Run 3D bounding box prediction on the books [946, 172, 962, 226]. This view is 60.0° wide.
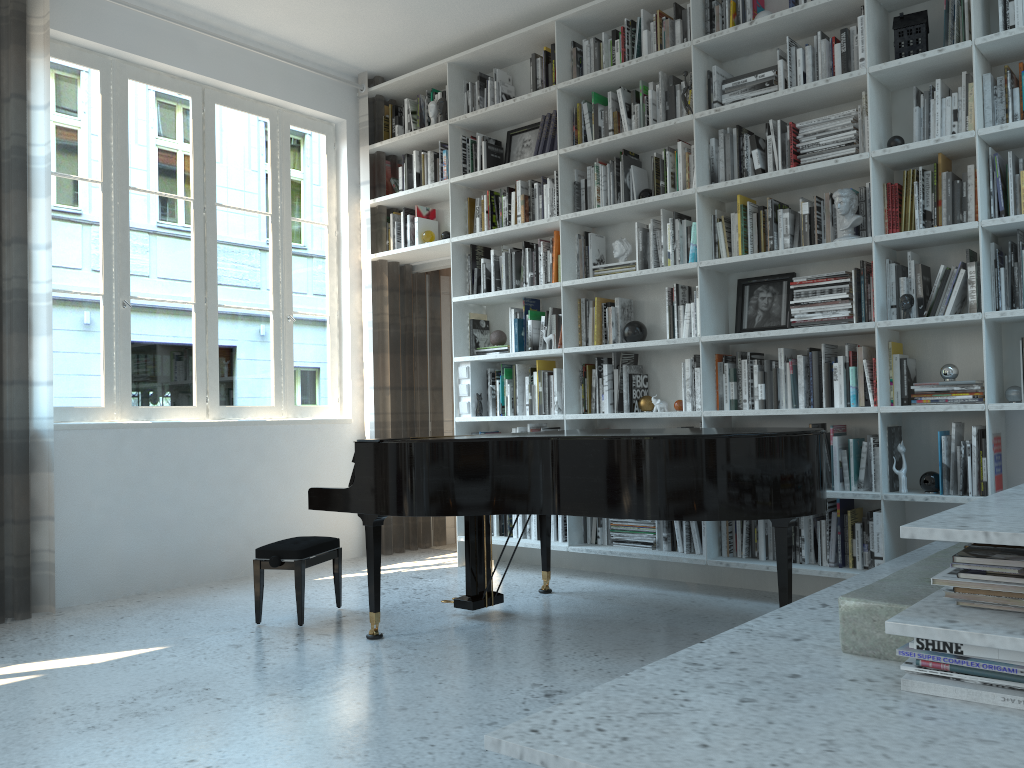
[{"bbox_3d":[1.890,-0.766,3.783,0.027,0.242,0.188,-3,-2,40],"label":"books"}]

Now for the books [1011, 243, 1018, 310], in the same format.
[{"bbox_3d":[2.079,-0.428,3.649,0.006,0.281,0.155,-3,-2,40],"label":"books"}]

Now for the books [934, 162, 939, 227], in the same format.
[{"bbox_3d":[1.849,-0.789,3.821,0.019,0.293,0.182,-3,-2,40],"label":"books"}]

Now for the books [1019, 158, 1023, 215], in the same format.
[{"bbox_3d":[2.106,-0.784,3.638,0.013,0.256,0.144,-3,-2,40],"label":"books"}]

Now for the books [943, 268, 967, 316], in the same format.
[{"bbox_3d":[1.911,-0.382,3.808,0.090,0.215,0.139,-3,-2,40],"label":"books"}]

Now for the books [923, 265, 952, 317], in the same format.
[{"bbox_3d":[1.844,-0.386,3.828,0.095,0.228,0.190,-3,-2,40],"label":"books"}]

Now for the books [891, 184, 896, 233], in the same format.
[{"bbox_3d":[1.728,-0.756,3.962,0.014,0.244,0.145,-3,-2,40],"label":"books"}]

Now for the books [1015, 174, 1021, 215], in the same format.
[{"bbox_3d":[2.092,-0.751,3.642,0.014,0.192,0.147,-3,-2,40],"label":"books"}]

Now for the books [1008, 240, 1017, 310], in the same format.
[{"bbox_3d":[2.070,-0.434,3.658,0.018,0.295,0.177,-3,-2,40],"label":"books"}]

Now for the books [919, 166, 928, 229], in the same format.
[{"bbox_3d":[1.809,-0.787,3.873,0.019,0.294,0.163,-3,-2,40],"label":"books"}]

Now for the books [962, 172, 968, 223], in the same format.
[{"bbox_3d":[1.945,-0.766,3.772,0.028,0.239,0.145,-3,-2,40],"label":"books"}]

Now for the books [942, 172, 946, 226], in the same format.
[{"bbox_3d":[1.887,-0.770,3.817,0.033,0.253,0.174,-3,-2,40],"label":"books"}]

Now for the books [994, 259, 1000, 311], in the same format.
[{"bbox_3d":[2.034,-0.397,3.690,0.012,0.226,0.147,-3,-2,40],"label":"books"}]

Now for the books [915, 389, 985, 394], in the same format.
[{"bbox_3d":[1.869,0.034,3.760,0.161,0.012,0.254,1,-3,-45],"label":"books"}]

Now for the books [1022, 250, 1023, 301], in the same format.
[{"bbox_3d":[2.108,-0.413,3.618,0.013,0.248,0.165,-3,-2,40],"label":"books"}]

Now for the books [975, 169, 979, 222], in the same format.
[{"bbox_3d":[1.984,-0.772,3.752,0.019,0.247,0.149,-3,-2,40],"label":"books"}]

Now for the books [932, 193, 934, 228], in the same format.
[{"bbox_3d":[1.861,-0.731,3.862,0.030,0.181,0.131,-3,-2,40],"label":"books"}]

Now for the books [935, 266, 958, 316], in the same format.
[{"bbox_3d":[1.886,-0.386,3.826,0.095,0.226,0.144,-3,-2,40],"label":"books"}]

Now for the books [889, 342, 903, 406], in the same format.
[{"bbox_3d":[1.720,-0.043,3.964,0.012,0.285,0.159,-3,-2,40],"label":"books"}]

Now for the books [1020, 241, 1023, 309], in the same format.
[{"bbox_3d":[2.099,-0.430,3.622,0.005,0.283,0.159,-3,-2,40],"label":"books"}]

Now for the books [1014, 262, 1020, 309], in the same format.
[{"bbox_3d":[2.092,-0.389,3.647,0.013,0.204,0.154,-3,-2,40],"label":"books"}]

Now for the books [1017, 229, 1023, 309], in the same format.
[{"bbox_3d":[2.104,-0.458,3.650,0.007,0.342,0.149,-3,-2,40],"label":"books"}]

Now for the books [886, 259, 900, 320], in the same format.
[{"bbox_3d":[1.712,-0.408,3.973,0.012,0.285,0.159,-3,-2,40],"label":"books"}]

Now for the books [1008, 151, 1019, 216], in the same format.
[{"bbox_3d":[2.066,-0.794,3.634,0.013,0.279,0.191,-3,-2,40],"label":"books"}]

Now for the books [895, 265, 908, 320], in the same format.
[{"bbox_3d":[1.743,-0.394,3.942,0.028,0.253,0.142,-3,-2,40],"label":"books"}]

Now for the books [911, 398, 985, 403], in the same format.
[{"bbox_3d":[1.870,0.071,3.759,0.159,0.012,0.285,1,-3,-45],"label":"books"}]

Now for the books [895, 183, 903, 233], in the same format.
[{"bbox_3d":[1.747,-0.758,3.961,0.013,0.247,0.176,-3,-2,40],"label":"books"}]

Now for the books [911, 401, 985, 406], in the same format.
[{"bbox_3d":[1.867,0.082,3.755,0.285,0.012,0.159,-3,-3,43],"label":"books"}]

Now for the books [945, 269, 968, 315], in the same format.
[{"bbox_3d":[1.914,-0.377,3.792,0.091,0.205,0.169,-3,-2,40],"label":"books"}]

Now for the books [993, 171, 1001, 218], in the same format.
[{"bbox_3d":[2.033,-0.762,3.695,0.015,0.220,0.155,-3,-2,40],"label":"books"}]

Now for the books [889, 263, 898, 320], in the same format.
[{"bbox_3d":[1.726,-0.398,3.961,0.024,0.263,0.154,-3,-2,40],"label":"books"}]

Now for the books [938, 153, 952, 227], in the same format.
[{"bbox_3d":[1.870,-0.812,3.827,0.021,0.337,0.169,-3,-2,40],"label":"books"}]

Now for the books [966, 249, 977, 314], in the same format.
[{"bbox_3d":[1.955,-0.422,3.763,0.013,0.285,0.138,-3,-2,40],"label":"books"}]

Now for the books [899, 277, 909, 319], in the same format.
[{"bbox_3d":[1.752,-0.365,3.908,0.027,0.192,0.182,-3,-2,40],"label":"books"}]

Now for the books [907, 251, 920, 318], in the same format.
[{"bbox_3d":[1.776,-0.423,3.908,0.013,0.306,0.141,-3,-2,40],"label":"books"}]

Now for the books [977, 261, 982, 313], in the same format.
[{"bbox_3d":[1.985,-0.395,3.725,0.021,0.226,0.148,-3,-2,40],"label":"books"}]

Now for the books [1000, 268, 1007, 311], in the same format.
[{"bbox_3d":[2.054,-0.379,3.678,0.015,0.188,0.168,-3,-2,40],"label":"books"}]

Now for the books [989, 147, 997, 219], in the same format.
[{"bbox_3d":[2.015,-0.811,3.692,0.006,0.318,0.164,-3,-2,40],"label":"books"}]

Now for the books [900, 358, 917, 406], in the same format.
[{"bbox_3d":[1.759,-0.007,3.933,0.030,0.210,0.136,-3,-2,40],"label":"books"}]

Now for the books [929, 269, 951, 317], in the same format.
[{"bbox_3d":[1.861,-0.378,3.820,0.089,0.210,0.175,-3,-2,40],"label":"books"}]

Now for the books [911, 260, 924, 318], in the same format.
[{"bbox_3d":[1.792,-0.403,3.906,0.012,0.266,0.157,-3,-2,40],"label":"books"}]

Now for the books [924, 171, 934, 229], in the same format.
[{"bbox_3d":[1.839,-0.779,3.878,0.035,0.278,0.139,-3,-2,40],"label":"books"}]

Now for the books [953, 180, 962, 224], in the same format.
[{"bbox_3d":[1.914,-0.748,3.773,0.034,0.204,0.181,-3,-2,40],"label":"books"}]

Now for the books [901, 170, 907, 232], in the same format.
[{"bbox_3d":[1.752,-0.783,3.922,0.035,0.293,0.145,-3,-2,40],"label":"books"}]

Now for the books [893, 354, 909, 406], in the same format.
[{"bbox_3d":[1.736,-0.015,3.950,0.027,0.229,0.141,-3,-2,40],"label":"books"}]

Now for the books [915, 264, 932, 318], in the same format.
[{"bbox_3d":[1.811,-0.395,3.891,0.035,0.248,0.141,-3,-2,40],"label":"books"}]

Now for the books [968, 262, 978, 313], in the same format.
[{"bbox_3d":[1.959,-0.392,3.733,0.029,0.223,0.171,-3,-2,40],"label":"books"}]

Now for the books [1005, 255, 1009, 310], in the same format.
[{"bbox_3d":[2.069,-0.405,3.677,0.011,0.239,0.136,-3,-2,40],"label":"books"}]

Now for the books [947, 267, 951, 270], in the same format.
[{"bbox_3d":[1.863,-0.383,3.836,0.088,0.220,0.138,-3,-2,40],"label":"books"}]

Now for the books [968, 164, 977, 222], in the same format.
[{"bbox_3d":[1.960,-0.781,3.753,0.032,0.266,0.143,-3,-2,40],"label":"books"}]

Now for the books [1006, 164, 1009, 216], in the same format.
[{"bbox_3d":[2.071,-0.775,3.675,0.007,0.244,0.145,-3,-2,40],"label":"books"}]

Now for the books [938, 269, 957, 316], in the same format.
[{"bbox_3d":[1.891,-0.379,3.815,0.090,0.212,0.143,-3,-2,40],"label":"books"}]

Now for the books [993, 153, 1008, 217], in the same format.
[{"bbox_3d":[2.041,-0.797,3.675,0.035,0.287,0.191,-3,-2,40],"label":"books"}]

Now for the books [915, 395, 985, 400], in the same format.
[{"bbox_3d":[1.868,0.058,3.758,0.161,0.012,0.254,1,-3,-44],"label":"books"}]

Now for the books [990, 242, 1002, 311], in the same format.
[{"bbox_3d":[2.031,-0.433,3.709,0.014,0.298,0.148,-3,-2,40],"label":"books"}]

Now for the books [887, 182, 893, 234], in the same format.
[{"bbox_3d":[1.716,-0.761,3.974,0.015,0.255,0.150,-3,-2,40],"label":"books"}]

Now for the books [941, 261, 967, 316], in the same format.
[{"bbox_3d":[1.902,-0.395,3.804,0.094,0.238,0.149,-3,-2,40],"label":"books"}]

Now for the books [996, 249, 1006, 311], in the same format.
[{"bbox_3d":[2.037,-0.418,3.679,0.010,0.266,0.158,-3,-2,40],"label":"books"}]

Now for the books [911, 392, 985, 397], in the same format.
[{"bbox_3d":[1.866,0.046,3.756,0.285,0.012,0.159,-3,-3,43],"label":"books"}]

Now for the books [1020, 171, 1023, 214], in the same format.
[{"bbox_3d":[2.098,-0.753,3.604,0.017,0.192,0.191,-3,-2,40],"label":"books"}]
